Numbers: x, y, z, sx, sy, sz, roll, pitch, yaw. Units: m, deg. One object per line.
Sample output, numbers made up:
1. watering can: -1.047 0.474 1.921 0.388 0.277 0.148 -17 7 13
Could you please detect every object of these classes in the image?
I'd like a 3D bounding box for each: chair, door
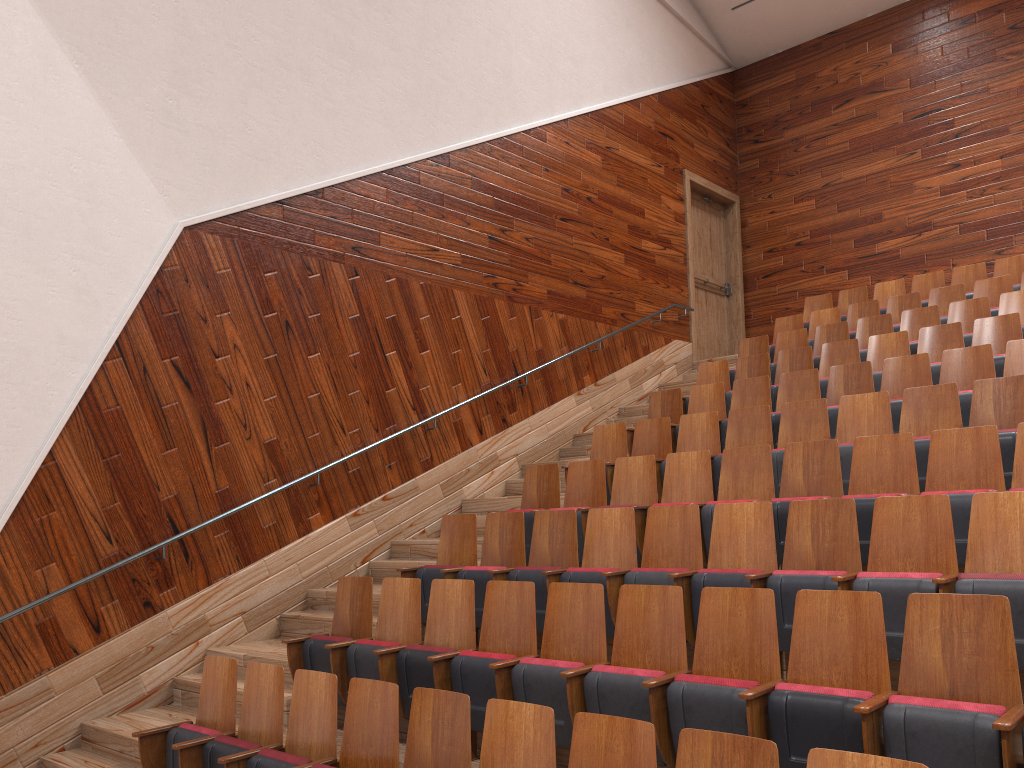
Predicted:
1. chair: 0.515 -0.017 0.302 1.191 0.370 0.773 -9 -10 41
2. door: 0.254 -0.137 1.134 0.024 0.238 0.140 -3 -3 42
